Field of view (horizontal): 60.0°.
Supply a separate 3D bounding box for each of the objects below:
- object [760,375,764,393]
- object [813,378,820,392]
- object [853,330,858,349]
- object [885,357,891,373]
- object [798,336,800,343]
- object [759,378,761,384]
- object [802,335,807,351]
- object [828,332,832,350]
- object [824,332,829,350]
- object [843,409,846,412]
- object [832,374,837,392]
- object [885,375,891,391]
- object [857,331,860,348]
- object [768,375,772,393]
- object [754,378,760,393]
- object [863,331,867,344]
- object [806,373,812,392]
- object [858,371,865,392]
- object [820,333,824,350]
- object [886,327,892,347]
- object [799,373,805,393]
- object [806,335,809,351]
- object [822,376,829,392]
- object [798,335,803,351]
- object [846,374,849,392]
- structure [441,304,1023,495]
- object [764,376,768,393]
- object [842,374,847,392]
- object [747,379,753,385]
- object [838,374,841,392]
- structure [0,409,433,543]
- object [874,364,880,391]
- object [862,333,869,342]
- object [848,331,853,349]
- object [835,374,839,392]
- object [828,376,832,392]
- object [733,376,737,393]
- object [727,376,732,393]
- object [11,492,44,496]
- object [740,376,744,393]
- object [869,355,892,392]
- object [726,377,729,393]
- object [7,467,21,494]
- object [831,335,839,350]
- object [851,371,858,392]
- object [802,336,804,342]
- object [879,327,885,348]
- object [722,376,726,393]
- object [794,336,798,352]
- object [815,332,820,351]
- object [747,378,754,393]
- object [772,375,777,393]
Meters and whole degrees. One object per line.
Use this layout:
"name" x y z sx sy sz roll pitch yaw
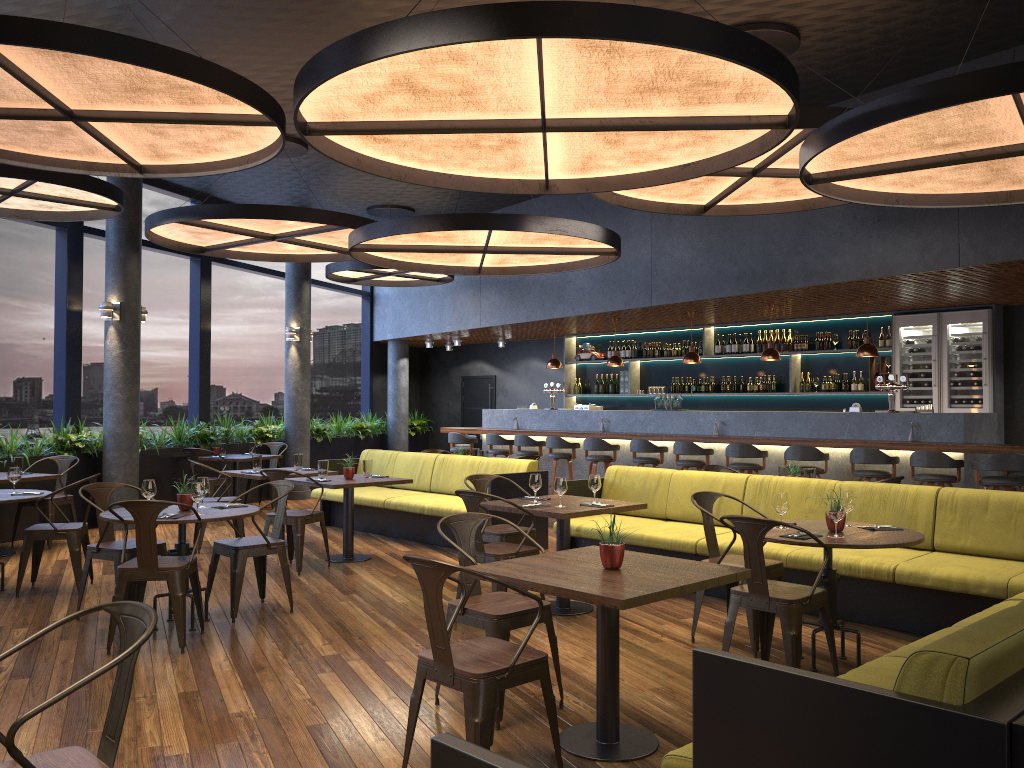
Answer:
"object" 3.641 0.003 12.911 0.063 0.254 0.063 -1 -2 39
"object" 4.239 0.015 12.351 0.097 0.206 0.097 0 -1 15
"object" 4.613 -0.597 11.914 0.063 0.254 0.063 1 -1 -16
"object" 4.950 -0.246 11.657 0.097 0.206 0.097 0 -1 -4
"object" 4.072 -0.569 12.596 0.056 0.227 0.056 1 -2 -42
"object" 3.683 0.022 13.116 0.088 0.224 0.088 -1 -2 41
"object" 4.113 -0.572 12.466 0.056 0.227 0.056 -1 -2 33
"object" 4.403 -0.589 12.296 0.063 0.254 0.063 -1 -2 33
"object" 4.336 -0.590 12.230 0.063 0.254 0.063 0 -1 18
"object" 4.636 0.579 12.018 0.204 0.492 0.310 1 -2 -44
"object" 4.403 -0.013 12.121 0.063 0.254 0.063 1 -2 -41
"object" 4.949 -0.012 11.651 0.097 0.206 0.097 0 -1 -4
"object" 4.675 -0.595 11.995 0.063 0.254 0.063 0 -1 9
"object" 3.736 0.001 12.847 0.063 0.254 0.063 1 -2 -37
"object" 3.601 0.020 13.039 0.088 0.224 0.088 1 -2 -29
"object" 4.779 -0.595 11.980 0.063 0.254 0.063 1 -2 -36
"object" 4.177 -0.019 12.494 0.079 0.281 0.079 0 -1 25
"object" 4.706 -0.032 11.945 0.079 0.281 0.079 -1 -2 40
"object" 4.322 -0.587 12.378 0.063 0.254 0.063 0 -1 8
"object" 4.971 -0.614 11.682 0.079 0.281 0.079 0 -1 15
"object" 4.112 -0.018 12.561 0.079 0.281 0.079 1 -2 -40
"object" 4.157 -0.570 12.509 0.056 0.227 0.056 1 -2 -42
"object" 4.319 0.004 12.231 0.088 0.224 0.088 0 -1 16
"object" 4.070 -0.571 12.511 0.056 0.227 0.056 0 -1 23
"object" 4.580 -0.013 12.135 0.063 0.254 0.063 1 -2 -36
"structure" 3.045 0.414 11.909 2.700 2.700 9.298 1 -2 -44
"object" 3.709 0.004 12.979 0.063 0.254 0.063 1 -1 -16
"object" 4.526 -0.014 12.072 0.063 0.254 0.063 0 -1 9
"object" 3.553 0.034 13.247 0.097 0.206 0.097 0 -1 -13
"object" 4.511 -0.010 12.244 0.063 0.254 0.063 0 -1 9
"structure" -4.622 1.031 11.641 0.808 1.413 17.112 0 -1 21
"object" 4.848 -0.087 11.757 0.091 0.369 0.092 0 -1 15
"object" 4.728 -0.575 11.854 0.097 0.206 0.097 0 -1 15
"object" 4.591 -0.595 12.024 0.063 0.254 0.063 0 -1 -2
"object" 4.457 -0.012 12.181 0.063 0.254 0.063 1 -1 -16
"object" 4.408 0.006 12.296 0.088 0.224 0.088 -1 -2 41
"object" 3.368 0.013 13.392 0.063 0.254 0.063 0 -1 18
"object" 3.270 0.011 13.334 0.063 0.254 0.063 0 -1 -7
"object" -3.835 0.861 6.977 0.255 0.019 0.157 0 -1 -13
"object" 3.456 0.011 13.311 0.063 0.254 0.063 0 -1 4
"object" 4.897 -0.134 11.705 0.161 0.475 0.300 1 -2 -44
"object" 3.281 0.015 13.482 0.063 0.254 0.063 -1 -2 33
"object" -3.975 0.769 7.083 0.097 0.206 0.097 1 -2 -39
"object" 4.426 -0.569 12.144 0.097 0.206 0.097 0 -1 15
"object" 4.640 -0.030 12.013 0.079 0.281 0.079 0 -1 20
"object" 4.113 -0.570 12.553 0.056 0.227 0.056 0 -1 8
"object" 4.905 -0.613 11.751 0.079 0.281 0.079 1 -2 -35
"object" 3.201 0.013 13.407 0.063 0.254 0.063 0 -1 18
"object" 4.028 -0.570 12.554 0.056 0.227 0.056 0 -1 8
"object" 4.246 -0.589 12.313 0.063 0.254 0.063 -1 -2 43
"object" 3.526 0.022 13.116 0.088 0.224 0.088 0 -1 16
"object" 3.819 0.003 12.914 0.063 0.254 0.063 0 -1 18
